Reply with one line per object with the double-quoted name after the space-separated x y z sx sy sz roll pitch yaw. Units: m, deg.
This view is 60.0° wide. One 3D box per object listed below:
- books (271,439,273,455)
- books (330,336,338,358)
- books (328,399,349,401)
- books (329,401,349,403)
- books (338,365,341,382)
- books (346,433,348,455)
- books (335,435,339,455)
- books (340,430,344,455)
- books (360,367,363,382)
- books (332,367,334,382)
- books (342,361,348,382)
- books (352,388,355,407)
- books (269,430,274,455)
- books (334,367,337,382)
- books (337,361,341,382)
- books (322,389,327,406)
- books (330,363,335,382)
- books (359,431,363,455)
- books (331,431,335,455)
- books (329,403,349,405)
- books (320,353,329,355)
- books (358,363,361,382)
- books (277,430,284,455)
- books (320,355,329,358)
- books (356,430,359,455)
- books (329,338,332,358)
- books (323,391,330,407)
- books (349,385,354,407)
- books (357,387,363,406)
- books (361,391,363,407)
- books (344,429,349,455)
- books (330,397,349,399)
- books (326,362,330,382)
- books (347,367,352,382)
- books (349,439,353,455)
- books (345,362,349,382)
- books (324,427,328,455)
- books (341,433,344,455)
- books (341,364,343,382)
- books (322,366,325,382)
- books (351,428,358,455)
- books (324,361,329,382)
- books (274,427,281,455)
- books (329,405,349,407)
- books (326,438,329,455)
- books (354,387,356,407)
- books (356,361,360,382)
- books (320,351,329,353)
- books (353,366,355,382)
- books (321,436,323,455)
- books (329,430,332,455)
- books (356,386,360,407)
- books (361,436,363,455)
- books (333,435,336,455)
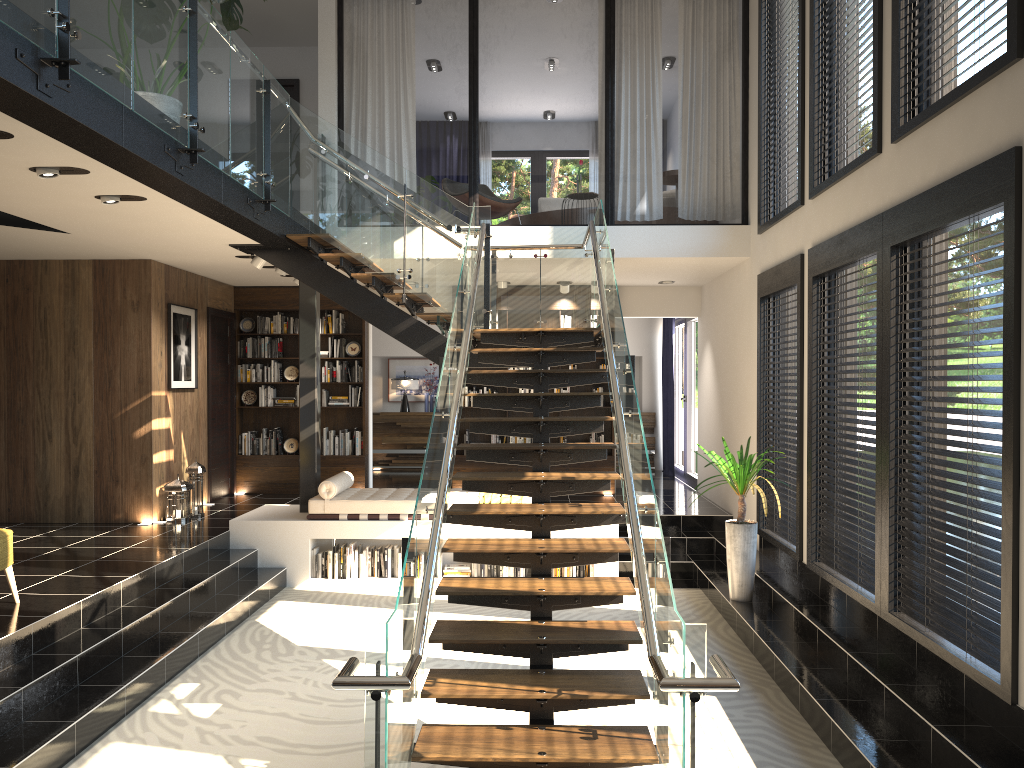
-3.112 0.820 11.623 0.033 0.208 0.192 0 0 2 "books"
-2.323 -0.485 11.575 0.049 0.286 0.259 0 0 2 "books"
-2.250 0.206 11.597 0.266 0.019 0.157 0 0 3 "books"
-2.250 0.230 11.591 0.263 0.030 0.159 0 0 -1 "books"
-2.233 -0.132 11.538 0.027 0.219 0.139 0 1 2 "books"
-2.139 0.778 11.566 0.018 0.292 0.191 0 1 2 "books"
-2.272 0.797 11.581 0.037 0.256 0.145 0 1 2 "books"
-2.222 0.763 11.568 0.012 0.322 0.177 0 1 2 "books"
-1.942 -0.121 11.524 0.026 0.196 0.170 0 0 2 "books"
-2.311 -0.123 11.559 0.026 0.200 0.154 0 0 2 "books"
-2.171 -0.161 11.543 0.037 0.277 0.179 0 1 2 "books"
-2.055 0.171 11.561 0.014 0.247 0.192 0 0 2 "books"
-3.137 0.763 11.603 0.016 0.322 0.218 0 1 2 "books"
-2.283 -0.120 11.529 0.032 0.195 0.183 0 0 2 "books"
-2.256 -0.163 11.549 0.020 0.281 0.153 0 1 2 "books"
-2.450 0.182 11.604 0.028 0.224 0.161 0 0 2 "books"
-2.335 -0.149 11.537 0.021 0.253 0.167 0 1 2 "books"
-1.972 0.771 11.563 0.029 0.306 0.149 0 1 2 "books"
-2.333 0.764 11.581 0.019 0.321 0.161 0 1 2 "books"
-2.250 0.259 11.582 0.271 0.028 0.174 0 0 -3 "books"
-2.519 -0.390 11.613 0.266 0.030 0.209 0 0 2 "books"
-1.986 -0.146 11.548 0.018 0.246 0.144 0 1 2 "books"
-3.030 0.766 11.601 0.042 0.315 0.193 0 1 2 "books"
-2.519 -0.358 11.627 0.239 0.033 0.176 0 0 -1 "books"
-2.004 0.767 11.571 0.035 0.315 0.168 0 1 2 "books"
-2.358 -0.474 11.593 0.023 0.264 0.218 0 0 2 "books"
-2.418 0.191 11.574 0.036 0.206 0.215 0 0 2 "books"
-2.093 0.155 11.571 0.014 0.279 0.202 0 0 2 "books"
-1.973 0.168 11.549 0.047 0.253 0.210 0 0 1 "books"
-1.938 0.192 11.577 0.021 0.204 0.169 0 0 2 "books"
-2.157 0.758 11.567 0.016 0.332 0.195 0 1 2 "books"
-2.249 0.181 11.605 0.239 0.031 0.146 0 0 2 "books"
-2.396 -0.159 11.549 0.019 0.272 0.175 0 1 2 "books"
-2.106 -0.121 11.561 0.060 0.196 0.119 0 1 2 "books"
-2.102 0.827 11.597 0.032 0.195 0.134 0 1 2 "books"
-2.145 -0.154 11.536 0.016 0.262 0.155 0 1 2 "books"
-2.424 0.745 11.555 0.017 0.359 0.189 0 1 2 "books"
-2.202 0.781 11.572 0.029 0.286 0.137 0 1 2 "books"
-2.205 -0.142 11.560 0.030 0.239 0.146 0 1 2 "books"
-2.446 -0.128 11.577 0.033 0.211 0.132 0 1 2 "books"
-2.054 0.747 11.567 0.065 0.354 0.164 0 1 1 "books"
-2.417 -0.163 11.568 0.025 0.280 0.145 0 1 2 "books"
-3.061 0.746 11.578 0.019 0.356 0.235 0 1 2 "books"
-2.250 0.284 11.594 0.245 0.021 0.159 0 0 4 "books"
-2.397 0.817 11.599 0.034 0.215 0.104 0 1 2 "books"
-2.028 0.166 11.602 0.038 0.257 0.138 0 1 2 "books"
-2.004 -0.162 11.526 0.016 0.278 0.202 0 0 2 "books"
-2.519 -0.416 11.622 0.264 0.021 0.189 0 0 0 "books"
-2.041 -0.127 11.531 0.020 0.209 0.147 0 0 2 "books"
-2.467 0.802 11.607 0.023 0.244 0.135 0 1 2 "books"
-2.371 0.766 11.597 0.019 0.317 0.122 0 1 2 "books"
-2.004 0.161 11.554 0.013 0.267 0.177 0 1 2 "books"
-1.943 0.801 11.573 0.029 0.247 0.139 0 1 2 "books"
-2.306 0.799 11.601 0.034 0.250 0.114 0 1 2 "books"
